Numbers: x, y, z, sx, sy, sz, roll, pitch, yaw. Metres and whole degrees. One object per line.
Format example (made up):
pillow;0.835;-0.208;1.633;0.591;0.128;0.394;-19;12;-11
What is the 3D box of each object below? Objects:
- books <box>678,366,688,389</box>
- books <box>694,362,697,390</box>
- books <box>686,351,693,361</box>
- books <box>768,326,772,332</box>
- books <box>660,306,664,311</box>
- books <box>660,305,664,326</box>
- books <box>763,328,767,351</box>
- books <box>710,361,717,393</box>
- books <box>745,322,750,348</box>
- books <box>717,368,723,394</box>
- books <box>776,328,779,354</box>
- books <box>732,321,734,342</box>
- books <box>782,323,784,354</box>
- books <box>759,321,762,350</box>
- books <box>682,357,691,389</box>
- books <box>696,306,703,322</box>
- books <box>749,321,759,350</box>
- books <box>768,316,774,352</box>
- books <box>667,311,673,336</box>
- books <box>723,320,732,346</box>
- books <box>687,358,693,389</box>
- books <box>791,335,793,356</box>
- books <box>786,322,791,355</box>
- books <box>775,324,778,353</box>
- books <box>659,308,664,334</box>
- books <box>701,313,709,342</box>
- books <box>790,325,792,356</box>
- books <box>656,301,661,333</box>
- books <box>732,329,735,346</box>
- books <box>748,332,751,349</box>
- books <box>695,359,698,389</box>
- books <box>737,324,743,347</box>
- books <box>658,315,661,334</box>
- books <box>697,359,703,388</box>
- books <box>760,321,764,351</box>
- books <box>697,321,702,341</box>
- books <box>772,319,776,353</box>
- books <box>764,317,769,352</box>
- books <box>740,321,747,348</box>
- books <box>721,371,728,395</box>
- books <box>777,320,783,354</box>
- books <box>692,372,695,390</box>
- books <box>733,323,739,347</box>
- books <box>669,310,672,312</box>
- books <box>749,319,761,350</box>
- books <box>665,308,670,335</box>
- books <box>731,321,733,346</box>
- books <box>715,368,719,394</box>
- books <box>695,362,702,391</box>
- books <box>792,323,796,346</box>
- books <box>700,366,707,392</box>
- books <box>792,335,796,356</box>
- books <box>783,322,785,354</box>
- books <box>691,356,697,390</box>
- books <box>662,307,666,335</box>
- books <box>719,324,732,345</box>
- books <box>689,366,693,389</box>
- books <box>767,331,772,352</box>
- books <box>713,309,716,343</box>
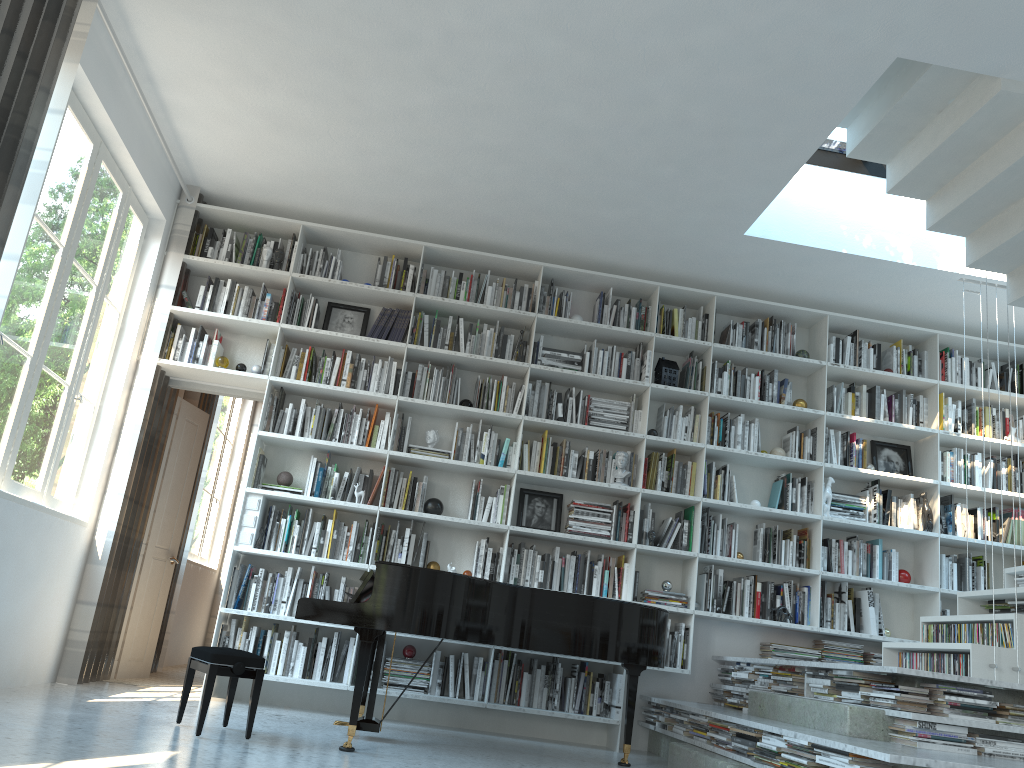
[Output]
books;1.214;-0.005;6.335;0.019;0.213;0.156;9;-16;-5
books;1.287;-0.018;6.331;0.005;0.254;0.159;9;-16;-5
books;1.254;-0.061;6.351;0.025;0.338;0.143;9;-16;-5
books;1.855;-0.279;6.481;0.008;0.250;0.170;9;-16;-5
books;1.061;-0.411;6.409;0.006;0.259;0.166;9;-16;-5
books;1.067;-0.417;6.423;0.007;0.278;0.150;9;-16;-5
books;1.818;-0.277;6.471;0.018;0.230;0.160;9;-16;-5
books;1.428;-0.009;6.348;0.012;0.284;0.160;9;-16;-5
books;1.688;-0.306;6.475;0.021;0.255;0.169;9;-16;-5
books;1.465;0.020;6.354;0.026;0.242;0.148;9;-16;-5
books;1.917;-0.268;6.492;0.024;0.251;0.150;9;-16;-5
books;1.581;-0.321;6.472;0.012;0.254;0.134;9;-16;-5
books;1.961;-0.283;6.505;0.019;0.298;0.137;9;-16;-5
books;1.789;-0.306;6.500;0.017;0.294;0.139;9;-16;-5
books;1.229;-0.041;6.313;0.021;0.271;0.191;9;-16;-5
books;1.356;-0.392;6.466;0.012;0.328;0.129;9;-16;-5
books;1.745;-0.305;6.457;0.028;0.257;0.185;9;-16;-5
books;1.867;-0.316;6.492;0.007;0.328;0.184;9;-16;-5
books;1.118;-0.392;6.403;0.015;0.233;0.171;9;-16;-5
books;1.562;-0.324;6.452;0.009;0.243;0.173;9;-16;-5
books;1.244;-0.034;6.327;0.022;0.271;0.182;9;-16;-5
books;2.009;-0.236;6.494;0.018;0.214;0.158;9;-16;-5
books;1.992;-0.281;6.497;0.013;0.296;0.189;9;-16;-5
books;1.903;-0.281;6.494;0.008;0.274;0.163;9;-16;-5
books;1.055;-0.407;6.391;0.007;0.238;0.192;9;-16;-5
books;1.375;-0.361;6.426;0.029;0.252;0.187;9;-16;-5
books;2.002;-0.272;6.489;0.008;0.277;0.181;9;-16;-5
books;1.034;-0.433;6.415;0.007;0.297;0.181;9;-16;-5
books;1.589;-0.288;6.454;0.009;0.183;0.160;9;-16;-5
books;1.707;-0.266;6.485;0.031;0.190;0.133;9;-16;-5
books;1.295;-0.025;6.363;0.013;0.288;0.132;9;-16;-5
books;1.632;-0.301;6.464;0.028;0.225;0.164;9;-16;-5
books;1.038;-0.380;6.408;0.015;0.192;0.160;9;-16;-5
books;1.333;-0.023;6.360;0.005;0.291;0.131;9;-16;-5
books;1.806;-0.299;6.495;0.007;0.284;0.160;9;-16;-5
books;1.332;-0.335;6.430;0.022;0.193;0.182;9;-16;-5
books;1.878;-0.304;6.473;0.015;0.298;0.183;9;-16;-5
books;1.834;-0.312;6.488;0.006;0.311;0.179;9;-16;-5
books;1.663;-0.311;6.470;0.030;0.254;0.161;9;-16;-5
books;1.491;0.036;6.334;0.026;0.207;0.181;9;-16;-5
books;1.938;-0.294;6.493;0.008;0.306;0.183;9;-16;-5
books;1.274;0.004;6.334;0.013;0.210;0.140;9;-16;-5
books;1.604;-0.311;6.449;0.013;0.229;0.174;9;-16;-5
books;1.127;-0.395;6.442;0.007;0.263;0.133;9;-16;-5
books;1.770;-0.311;6.486;0.024;0.291;0.168;9;-16;-5
books;1.107;-0.402;6.423;0.008;0.261;0.142;9;-16;-5
books;1.571;-0.320;6.461;0.011;0.243;0.173;9;-16;-5
books;1.446;0.020;6.358;0.012;0.239;0.139;9;-16;-5
books;1.310;-0.016;6.319;0.013;0.247;0.187;9;-16;-5
books;2.041;-0.277;6.501;0.006;0.305;0.164;9;-16;-5
books;1.339;0.006;6.317;0.008;0.213;0.224;9;-16;-5
books;2.025;-0.233;6.486;0.014;0.208;0.188;9;-16;-5
books;1.974;-0.287;6.526;0.008;0.320;0.134;9;-16;-5
books;1.269;-0.040;6.325;0.021;0.287;0.179;9;-16;-5
books;1.087;-0.407;6.413;0.034;0.260;0.158;9;-16;-5
books;1.533;-0.311;6.438;0.046;0.206;0.184;9;-16;-5
books;1.251;-0.002;6.335;0.024;0.216;0.169;9;-16;-5
books;1.841;-0.262;6.458;0.018;0.200;0.189;9;-16;-5
books;1.441;-0.375;6.439;0.019;0.303;0.176;9;-16;-5
